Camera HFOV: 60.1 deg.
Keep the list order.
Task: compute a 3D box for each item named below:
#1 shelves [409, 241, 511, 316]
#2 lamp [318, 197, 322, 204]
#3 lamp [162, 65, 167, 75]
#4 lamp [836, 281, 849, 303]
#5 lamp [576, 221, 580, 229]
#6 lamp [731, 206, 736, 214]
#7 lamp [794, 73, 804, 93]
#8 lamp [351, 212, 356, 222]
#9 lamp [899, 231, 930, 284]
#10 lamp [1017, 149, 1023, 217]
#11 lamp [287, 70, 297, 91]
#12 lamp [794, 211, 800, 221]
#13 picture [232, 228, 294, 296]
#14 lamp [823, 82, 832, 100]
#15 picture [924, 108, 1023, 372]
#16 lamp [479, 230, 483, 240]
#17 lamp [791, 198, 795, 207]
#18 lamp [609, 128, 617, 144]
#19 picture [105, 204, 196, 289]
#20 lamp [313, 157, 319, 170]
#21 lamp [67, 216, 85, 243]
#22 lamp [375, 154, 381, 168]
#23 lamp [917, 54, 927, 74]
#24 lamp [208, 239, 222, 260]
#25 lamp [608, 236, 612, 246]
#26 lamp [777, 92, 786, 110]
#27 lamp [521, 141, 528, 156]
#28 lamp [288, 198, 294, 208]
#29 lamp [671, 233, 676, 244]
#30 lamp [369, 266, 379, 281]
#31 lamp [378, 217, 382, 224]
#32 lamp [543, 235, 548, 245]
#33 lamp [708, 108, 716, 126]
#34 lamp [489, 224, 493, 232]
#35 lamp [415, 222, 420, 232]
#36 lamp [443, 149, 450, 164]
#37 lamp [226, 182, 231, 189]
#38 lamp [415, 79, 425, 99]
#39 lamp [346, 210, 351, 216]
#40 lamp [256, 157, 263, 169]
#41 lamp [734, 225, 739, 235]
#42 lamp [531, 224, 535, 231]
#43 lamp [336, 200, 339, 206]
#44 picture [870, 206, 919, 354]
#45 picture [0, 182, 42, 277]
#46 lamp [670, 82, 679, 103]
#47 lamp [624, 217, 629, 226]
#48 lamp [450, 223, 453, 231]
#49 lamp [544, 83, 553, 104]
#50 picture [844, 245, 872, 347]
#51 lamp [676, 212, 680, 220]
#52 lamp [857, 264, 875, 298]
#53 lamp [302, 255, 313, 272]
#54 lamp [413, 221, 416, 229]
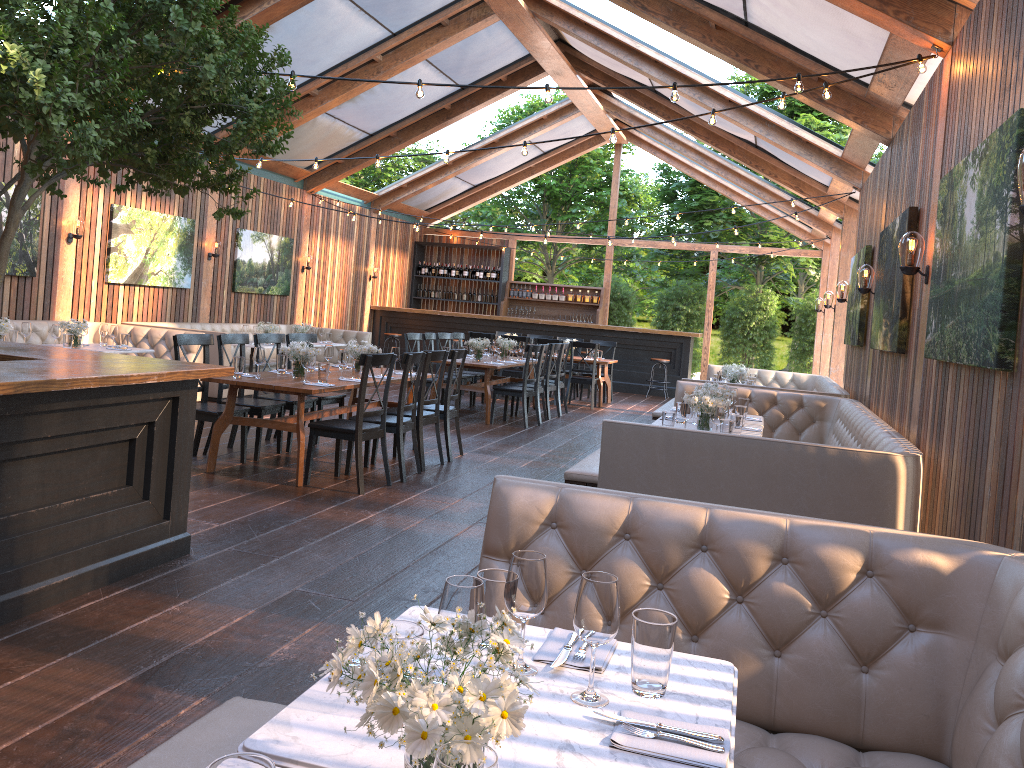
[{"bbox_3d":[-1.256,-1.810,20.500,2.206,2.826,0.501,5,1,16],"label":"shelves"},{"bbox_3d":[-3.392,-3.242,15.656,0.056,0.118,0.065,4,2,-24],"label":"lamp"},{"bbox_3d":[-2.066,-1.861,5.232,0.056,0.121,0.056,6,2,41],"label":"lamp"},{"bbox_3d":[4.008,-1.089,10.698,0.178,0.320,0.146,5,2,16],"label":"lamp"},{"bbox_3d":[0.954,-2.283,12.709,0.056,0.121,0.056,6,2,31],"label":"lamp"},{"bbox_3d":[2.871,-2.258,11.463,0.056,0.114,0.075,5,2,14],"label":"lamp"},{"bbox_3d":[1.739,-1.822,5.360,0.065,0.118,0.056,4,2,-25],"label":"lamp"},{"bbox_3d":[-1.872,-1.981,10.474,0.056,0.121,0.056,5,2,4],"label":"lamp"},{"bbox_3d":[2.459,-0.775,5.418,0.178,0.320,0.146,5,2,16],"label":"lamp"},{"bbox_3d":[1.685,-0.619,2.783,0.178,0.320,0.146,5,2,16],"label":"lamp"},{"bbox_3d":[-1.304,-1.800,5.250,0.056,0.121,0.056,5,2,-3],"label":"lamp"},{"bbox_3d":[3.421,-2.016,10.617,0.069,0.117,0.056,6,2,23],"label":"lamp"},{"bbox_3d":[-4.077,-1.980,14.581,0.065,0.996,1.652,5,4,16],"label":"picture"},{"bbox_3d":[2.043,-1.898,5.727,0.056,0.120,0.056,4,2,-18],"label":"lamp"},{"bbox_3d":[2.128,-0.591,4.123,0.065,0.996,1.652,5,4,16],"label":"picture"},{"bbox_3d":[-0.365,-1.767,10.484,0.056,0.120,0.056,5,2,22],"label":"lamp"},{"bbox_3d":[3.517,-2.267,11.068,0.056,0.118,0.064,4,2,-10],"label":"lamp"},{"bbox_3d":[0.748,-1.830,6.523,0.056,0.121,0.056,6,2,28],"label":"lamp"},{"bbox_3d":[-4.844,-1.824,11.947,0.065,0.996,1.652,5,4,16],"label":"picture"},{"bbox_3d":[-1.810,-2.037,8.171,0.056,0.121,0.056,6,2,31],"label":"lamp"},{"bbox_3d":[-5.192,-1.840,10.555,0.178,0.320,0.146,5,2,16],"label":"lamp"},{"bbox_3d":[-1.172,-1.954,7.754,0.056,0.121,0.056,4,2,-9],"label":"lamp"},{"bbox_3d":[2.493,-1.946,5.379,0.061,0.119,0.056,3,2,-39],"label":"lamp"},{"bbox_3d":[-4.422,-1.995,13.178,0.178,0.320,0.146,5,2,16],"label":"lamp"},{"bbox_3d":[1.166,-1.695,10.510,0.056,0.120,0.056,4,2,-24],"label":"lamp"},{"bbox_3d":[1.795,-1.881,5.876,0.056,0.121,0.056,5,2,19],"label":"lamp"},{"bbox_3d":[0.103,-1.845,6.929,0.056,0.121,0.056,6,2,25],"label":"lamp"},{"bbox_3d":[-2.617,-2.146,10.479,0.056,0.120,0.056,6,2,44],"label":"lamp"},{"bbox_3d":[1.925,-1.733,10.544,0.056,0.120,0.056,5,2,13],"label":"lamp"},{"bbox_3d":[-2.871,-2.309,18.466,0.178,0.320,0.146,5,2,16],"label":"lamp"},{"bbox_3d":[-2.204,-2.734,14.811,0.056,0.121,0.056,6,2,32],"label":"lamp"},{"bbox_3d":[0.398,-1.711,10.491,0.056,0.121,0.056,5,2,15],"label":"lamp"},{"bbox_3d":[1.389,-1.847,6.123,0.056,0.121,0.056,6,2,41],"label":"lamp"},{"bbox_3d":[-0.323,-2.390,13.544,0.056,0.121,0.056,4,2,-16],"label":"lamp"},{"bbox_3d":[-1.118,-1.854,10.461,0.056,0.120,0.056,6,2,35],"label":"lamp"},{"bbox_3d":[-0.543,-1.888,7.336,0.056,0.121,0.056,4,2,-33],"label":"lamp"},{"bbox_3d":[-3.351,-2.351,10.488,0.071,0.116,0.056,6,2,38],"label":"lamp"},{"bbox_3d":[-0.543,-1.754,5.255,0.056,0.120,0.056,5,2,4],"label":"lamp"},{"bbox_3d":[-2.815,-2.949,15.228,0.066,0.118,0.057,3,2,-45],"label":"lamp"},{"bbox_3d":[-2.445,-2.142,8.574,0.067,0.117,0.057,4,2,-20],"label":"lamp"},{"bbox_3d":[2.681,-1.836,10.572,0.059,0.119,0.057,3,2,-43],"label":"lamp"},{"bbox_3d":[0.319,-2.322,13.120,0.057,0.119,0.056,5,2,10],"label":"lamp"},{"bbox_3d":[-3.108,-3.236,15.800,0.056,0.120,0.056,4,2,-23],"label":"lamp"},{"bbox_3d":[2.894,-0.748,6.757,0.065,0.996,1.652,5,4,16],"label":"picture"},{"bbox_3d":[-5.623,-1.664,9.267,0.065,0.996,1.652,5,4,16],"label":"picture"},{"bbox_3d":[0.980,-1.755,5.329,0.062,0.119,0.057,4,2,-32],"label":"lamp"},{"bbox_3d":[1.596,-2.263,12.308,0.056,0.120,0.056,5,2,-8],"label":"lamp"},{"bbox_3d":[-0.957,-2.479,13.954,0.056,0.119,0.059,5,2,-4],"label":"lamp"},{"bbox_3d":[0.220,-1.735,5.283,0.056,0.120,0.056,4,2,-18],"label":"lamp"},{"bbox_3d":[3.674,-0.907,9.436,0.065,0.996,1.652,5,4,16],"label":"picture"},{"bbox_3d":[2.224,-2.255,11.871,0.056,0.114,0.075,4,2,-28],"label":"lamp"},{"bbox_3d":[3.239,-0.933,8.075,0.178,0.320,0.146,5,2,16],"label":"lamp"},{"bbox_3d":[-3.648,-2.152,15.817,0.178,0.320,0.146,5,2,16],"label":"lamp"},{"bbox_3d":[-1.581,-2.585,14.386,0.056,0.121,0.056,3,2,-40],"label":"lamp"}]
